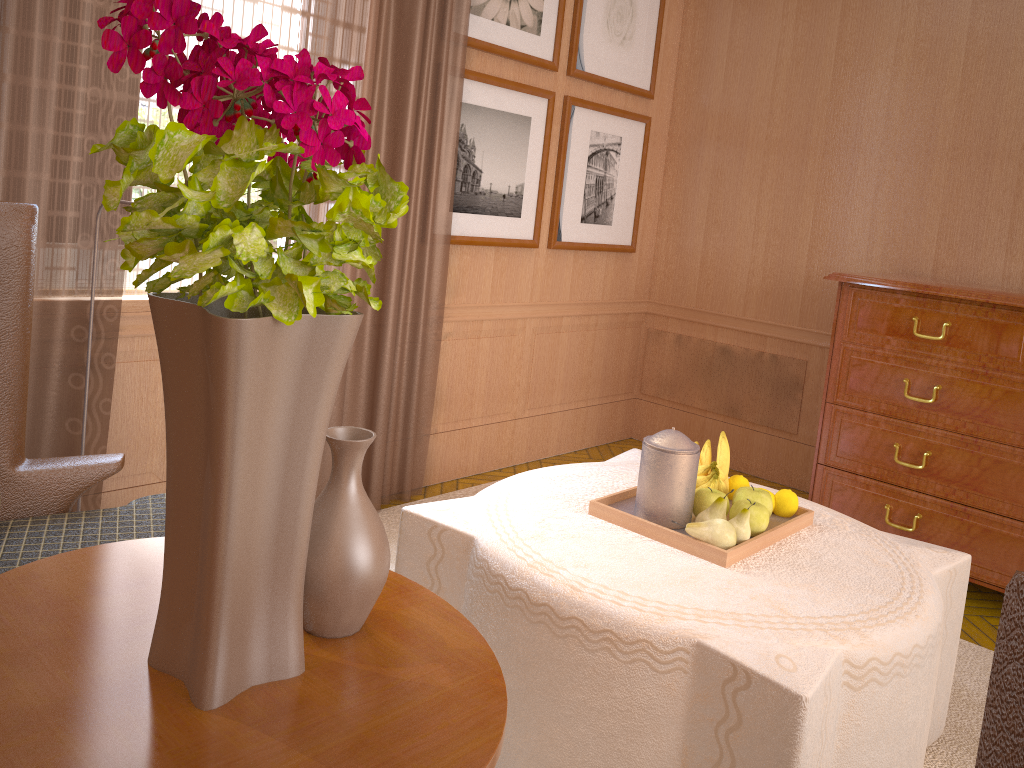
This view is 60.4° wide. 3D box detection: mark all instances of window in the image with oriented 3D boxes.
[{"bbox_3d":[-1.925,-2.153,5.064,0.856,3.341,2.438,11,9,40],"label":"window"}]

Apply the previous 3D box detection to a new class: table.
[{"bbox_3d":[-0.572,1.123,1.529,0.925,1.357,1.054,0,10,-41],"label":"table"}]

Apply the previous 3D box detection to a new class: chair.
[{"bbox_3d":[0.993,1.185,0.584,1.918,1.952,1.738,9,8,16],"label":"chair"},{"bbox_3d":[-1.449,0.474,2.716,1.716,1.951,1.943,3,9,-24],"label":"chair"}]

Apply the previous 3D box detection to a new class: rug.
[{"bbox_3d":[1.070,1.853,2.236,8.062,0.020,6.015,16,15,40],"label":"rug"}]

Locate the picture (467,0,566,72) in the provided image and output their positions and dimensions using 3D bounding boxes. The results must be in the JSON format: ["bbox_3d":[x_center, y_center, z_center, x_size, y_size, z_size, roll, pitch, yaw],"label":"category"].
[{"bbox_3d":[0.007,-3.033,6.460,0.048,1.235,1.253,10,9,40],"label":"picture"}]

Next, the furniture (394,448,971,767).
[{"bbox_3d":[0.720,1.030,3.754,1.974,0.889,1.958,14,13,37],"label":"furniture"}]

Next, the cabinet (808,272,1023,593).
[{"bbox_3d":[3.484,0.434,5.622,2.803,1.921,1.419,14,11,40],"label":"cabinet"}]

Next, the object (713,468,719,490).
[{"bbox_3d":[0.892,0.425,3.970,0.062,0.197,0.391,7,10,5],"label":"object"}]

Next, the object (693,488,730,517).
[{"bbox_3d":[0.833,0.514,3.699,0.156,0.133,0.161,-3,13,-44],"label":"object"}]

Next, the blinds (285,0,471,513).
[{"bbox_3d":[-0.844,-1.486,5.637,0.269,4.738,1.448,10,7,39],"label":"blinds"}]

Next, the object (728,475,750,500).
[{"bbox_3d":[1.033,0.482,4.039,0.114,0.132,0.109,6,8,-3],"label":"object"}]

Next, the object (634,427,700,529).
[{"bbox_3d":[0.646,0.370,3.647,0.235,0.388,0.237,7,7,7],"label":"object"}]

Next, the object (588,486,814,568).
[{"bbox_3d":[0.823,0.552,3.775,0.647,0.059,0.803,16,15,40],"label":"object"}]

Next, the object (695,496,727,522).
[{"bbox_3d":[0.805,0.542,3.542,0.130,0.195,0.132,5,7,-13],"label":"object"}]

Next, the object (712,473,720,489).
[{"bbox_3d":[0.798,0.425,3.954,0.061,0.180,0.401,4,11,-20],"label":"object"}]

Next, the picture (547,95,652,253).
[{"bbox_3d":[0.786,-1.775,7.637,0.048,1.235,1.253,10,9,40],"label":"picture"}]

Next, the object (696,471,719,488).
[{"bbox_3d":[0.764,0.375,3.920,0.103,0.157,0.382,3,11,-25],"label":"object"}]

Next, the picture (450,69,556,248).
[{"bbox_3d":[-0.143,-1.654,6.582,0.048,1.235,1.253,10,9,40],"label":"picture"}]

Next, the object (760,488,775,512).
[{"bbox_3d":[1.111,0.519,3.906,0.135,0.109,0.111,15,12,43],"label":"object"}]

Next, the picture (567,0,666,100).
[{"bbox_3d":[0.936,-3.154,7.515,0.048,1.235,1.253,10,9,40],"label":"picture"}]

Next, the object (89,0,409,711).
[{"bbox_3d":[-0.413,-0.079,1.419,0.461,1.077,0.525,11,8,39],"label":"object"}]

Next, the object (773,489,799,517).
[{"bbox_3d":[1.204,0.528,3.882,0.114,0.132,0.109,6,8,-3],"label":"object"}]

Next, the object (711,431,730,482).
[{"bbox_3d":[0.947,0.340,3.965,0.071,0.167,0.409,8,11,17],"label":"object"}]

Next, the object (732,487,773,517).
[{"bbox_3d":[1.024,0.519,3.753,0.169,0.145,0.175,6,9,-3],"label":"object"}]

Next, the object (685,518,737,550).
[{"bbox_3d":[0.771,0.585,3.380,0.194,0.127,0.135,1,10,-29],"label":"object"}]

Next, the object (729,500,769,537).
[{"bbox_3d":[0.969,0.549,3.599,0.156,0.133,0.161,-3,13,-44],"label":"object"}]

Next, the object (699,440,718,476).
[{"bbox_3d":[0.875,0.377,3.969,0.065,0.169,0.382,7,11,7],"label":"object"}]

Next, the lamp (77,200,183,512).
[{"bbox_3d":[-1.522,0.262,3.564,0.630,2.005,0.570,6,6,3],"label":"lamp"}]

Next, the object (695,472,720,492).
[{"bbox_3d":[0.746,0.427,3.915,0.071,0.183,0.399,2,11,-35],"label":"object"}]

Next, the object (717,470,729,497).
[{"bbox_3d":[0.950,0.419,3.965,0.073,0.170,0.401,8,11,16],"label":"object"}]

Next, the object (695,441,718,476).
[{"bbox_3d":[0.836,0.351,3.994,0.091,0.126,0.415,6,11,-1],"label":"object"}]

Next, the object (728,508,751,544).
[{"bbox_3d":[0.890,0.554,3.460,0.097,0.146,0.099,5,7,-13],"label":"object"}]

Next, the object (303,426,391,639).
[{"bbox_3d":[-0.310,0.264,1.598,0.185,0.354,0.189,4,7,-16],"label":"object"}]

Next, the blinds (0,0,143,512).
[{"bbox_3d":[-2.378,-1.280,3.892,0.269,4.749,1.428,11,7,42],"label":"blinds"}]
